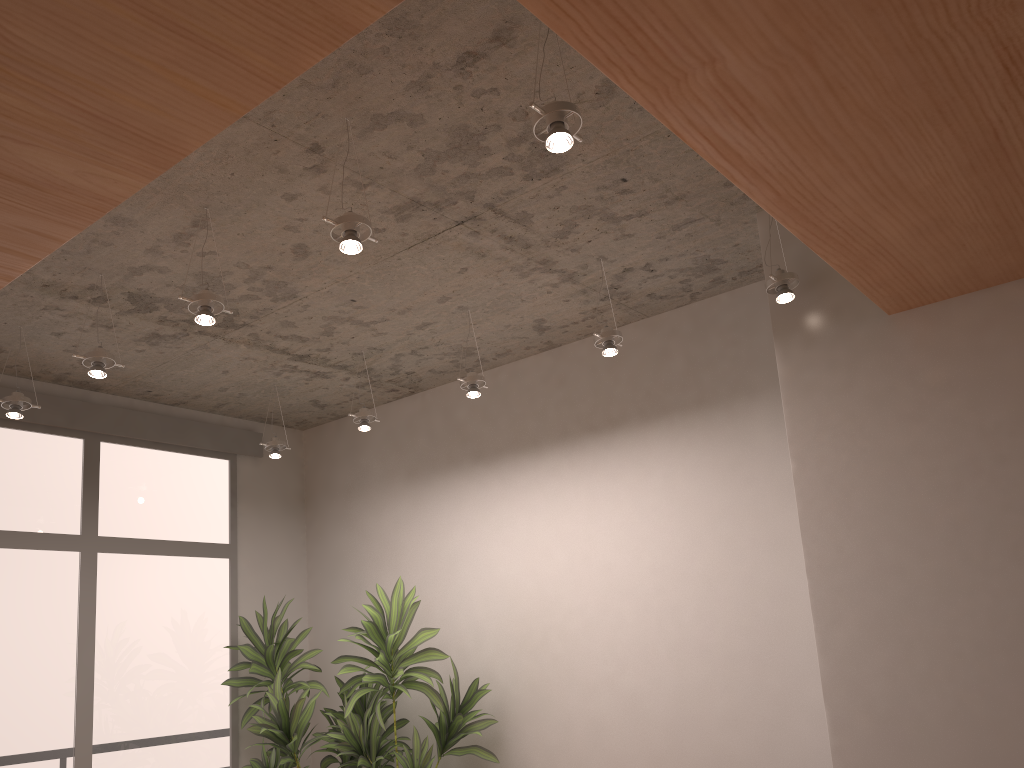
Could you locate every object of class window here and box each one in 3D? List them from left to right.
[{"bbox_3d":[-4.380,1.111,2.770,0.063,3.210,8.627,-13,-19,36],"label":"window"}]

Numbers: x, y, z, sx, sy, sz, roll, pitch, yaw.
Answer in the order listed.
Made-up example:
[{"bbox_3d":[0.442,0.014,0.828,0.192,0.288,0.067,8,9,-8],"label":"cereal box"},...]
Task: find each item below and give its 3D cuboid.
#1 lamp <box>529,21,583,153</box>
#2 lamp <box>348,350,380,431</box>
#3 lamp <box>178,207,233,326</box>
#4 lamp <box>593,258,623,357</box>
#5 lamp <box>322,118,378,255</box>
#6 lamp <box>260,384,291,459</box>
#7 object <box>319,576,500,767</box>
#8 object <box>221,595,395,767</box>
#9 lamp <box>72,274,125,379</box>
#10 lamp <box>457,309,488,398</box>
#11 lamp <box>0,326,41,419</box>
[{"bbox_3d":[0.108,-0.853,2.375,0.134,0.473,0.203,-5,-13,5],"label":"lamp"},{"bbox_3d":[-0.850,0.031,5.044,0.134,0.473,0.203,-5,-13,5],"label":"lamp"},{"bbox_3d":[-1.168,-0.459,3.371,0.134,0.473,0.203,-5,-13,5],"label":"lamp"},{"bbox_3d":[0.426,-0.362,4.048,0.134,0.473,0.203,-5,-13,5],"label":"lamp"},{"bbox_3d":[-0.530,-0.656,2.873,0.134,0.473,0.203,-5,-13,5],"label":"lamp"},{"bbox_3d":[-1.487,0.228,5.542,0.134,0.473,0.203,-5,-13,5],"label":"lamp"},{"bbox_3d":[-0.643,2.183,5.060,0.968,2.062,1.101,6,-17,-38],"label":"object"},{"bbox_3d":[-1.178,2.343,5.460,1.080,2.062,0.987,5,-16,-33],"label":"object"},{"bbox_3d":[-1.806,-0.262,3.869,0.134,0.473,0.203,-5,-13,5],"label":"lamp"},{"bbox_3d":[-0.212,-0.165,4.546,0.134,0.473,0.203,-5,-13,5],"label":"lamp"},{"bbox_3d":[-2.444,-0.065,4.367,0.134,0.473,0.203,-5,-13,5],"label":"lamp"}]
